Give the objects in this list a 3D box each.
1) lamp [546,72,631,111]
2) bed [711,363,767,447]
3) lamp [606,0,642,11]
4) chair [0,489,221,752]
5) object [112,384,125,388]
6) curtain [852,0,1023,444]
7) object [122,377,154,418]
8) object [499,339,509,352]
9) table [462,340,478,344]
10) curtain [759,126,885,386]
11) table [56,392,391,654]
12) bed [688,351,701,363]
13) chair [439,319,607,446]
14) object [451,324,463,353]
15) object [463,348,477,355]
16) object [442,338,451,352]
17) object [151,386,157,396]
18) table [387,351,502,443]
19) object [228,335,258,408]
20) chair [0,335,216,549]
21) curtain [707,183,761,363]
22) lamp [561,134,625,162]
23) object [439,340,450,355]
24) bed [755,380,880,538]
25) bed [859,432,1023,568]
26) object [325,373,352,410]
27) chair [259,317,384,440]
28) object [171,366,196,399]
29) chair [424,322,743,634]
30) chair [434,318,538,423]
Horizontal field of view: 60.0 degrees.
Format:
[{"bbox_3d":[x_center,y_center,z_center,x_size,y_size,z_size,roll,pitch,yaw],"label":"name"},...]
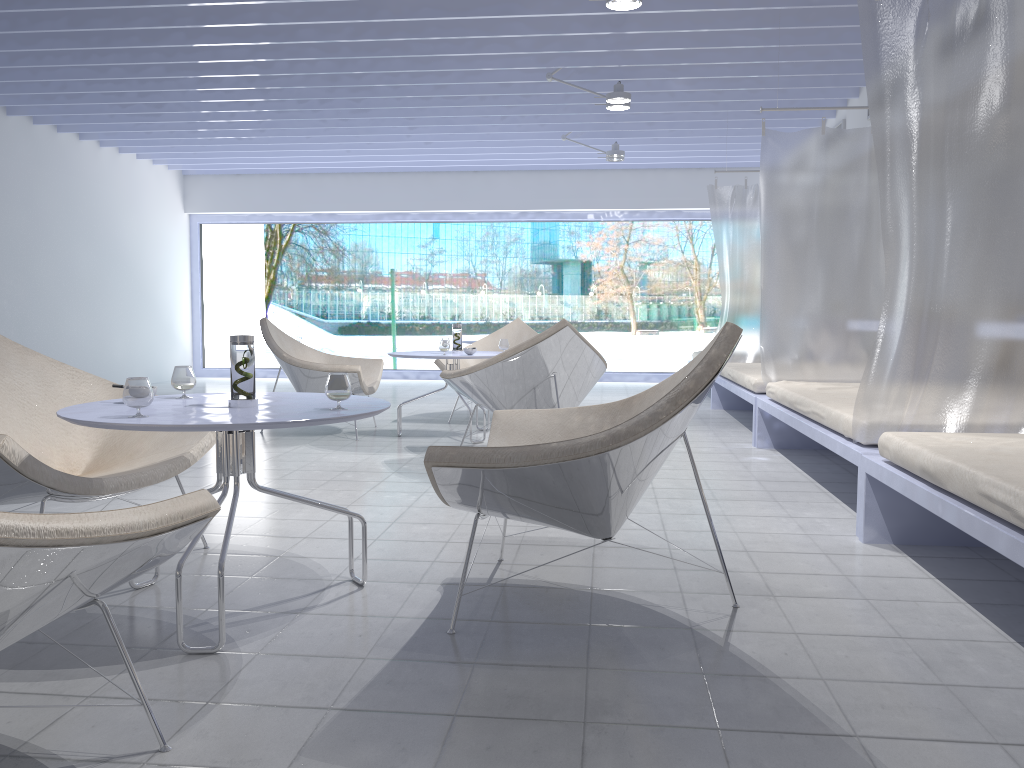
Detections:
[{"bbox_3d":[0.530,-2.050,6.163,0.587,0.218,0.380,1,4,6],"label":"lamp"},{"bbox_3d":[2.554,0.091,6.254,2.016,0.427,2.200,1,4,6],"label":"bed"},{"bbox_3d":[0.310,-1.892,4.090,0.587,0.218,0.380,1,4,6],"label":"lamp"},{"bbox_3d":[-1.040,0.284,1.352,0.906,0.759,0.753,2,5,21],"label":"chair"},{"bbox_3d":[-1.028,0.009,2.390,0.098,0.016,0.012,1,4,6],"label":"object"},{"bbox_3d":[2.159,-0.551,2.911,2.050,1.552,0.151,1,4,6],"label":"curtain"},{"bbox_3d":[-0.866,0.031,2.054,0.068,0.091,0.068,0,4,-4],"label":"object"},{"bbox_3d":[-0.051,-0.242,5.665,0.068,0.091,0.068,0,4,-1],"label":"object"},{"bbox_3d":[-0.074,-0.135,8.373,0.823,0.534,0.825,-3,5,-37],"label":"table"},{"bbox_3d":[2.431,-0.695,5.089,1.998,1.559,0.125,1,4,5],"label":"curtain"},{"bbox_3d":[-0.735,0.322,2.351,0.825,0.534,0.823,-1,5,-17],"label":"table"},{"bbox_3d":[2.803,-0.073,8.444,2.022,0.422,2.200,1,4,6],"label":"bed"},{"bbox_3d":[0.133,0.022,4.842,0.906,0.759,0.753,-2,5,-24],"label":"chair"},{"bbox_3d":[-0.350,-0.292,5.666,0.075,0.189,0.075,0,4,-2],"label":"object"},{"bbox_3d":[-0.254,-0.197,5.378,0.082,0.043,0.082,-2,5,-26],"label":"object"},{"bbox_3d":[-0.443,-0.263,5.918,0.068,0.091,0.068,3,5,28],"label":"object"},{"bbox_3d":[-0.997,0.029,2.384,0.082,0.043,0.082,1,4,8],"label":"object"},{"bbox_3d":[-0.380,0.070,5.673,0.825,0.534,0.823,0,4,-3],"label":"table"},{"bbox_3d":[-0.697,-0.034,2.297,0.075,0.185,0.075,-2,5,-31],"label":"object"},{"bbox_3d":[-1.447,0.176,2.745,0.753,0.759,0.906,2,5,23],"label":"chair"},{"bbox_3d":[2.625,-0.884,7.291,2.050,1.552,0.151,1,4,6],"label":"curtain"},{"bbox_3d":[0.753,-2.209,8.254,0.587,0.218,0.380,1,4,6],"label":"lamp"},{"bbox_3d":[-0.408,-0.219,5.350,0.068,0.091,0.068,3,5,34],"label":"object"},{"bbox_3d":[2.337,0.260,4.065,2.022,0.422,2.200,1,4,6],"label":"bed"},{"bbox_3d":[2.088,0.423,1.875,2.016,0.427,2.200,1,4,6],"label":"bed"},{"bbox_3d":[-0.438,0.018,2.242,0.068,0.091,0.068,0,4,-4],"label":"object"},{"bbox_3d":[-1.283,-0.057,5.805,0.753,0.759,0.906,0,4,1],"label":"chair"},{"bbox_3d":[-0.934,-0.005,2.524,0.068,0.091,0.068,0,4,-4],"label":"object"},{"bbox_3d":[0.239,0.209,2.401,0.753,0.759,0.906,1,4,10],"label":"chair"},{"bbox_3d":[-0.045,-0.115,6.618,0.906,0.759,0.753,2,5,16],"label":"chair"}]
